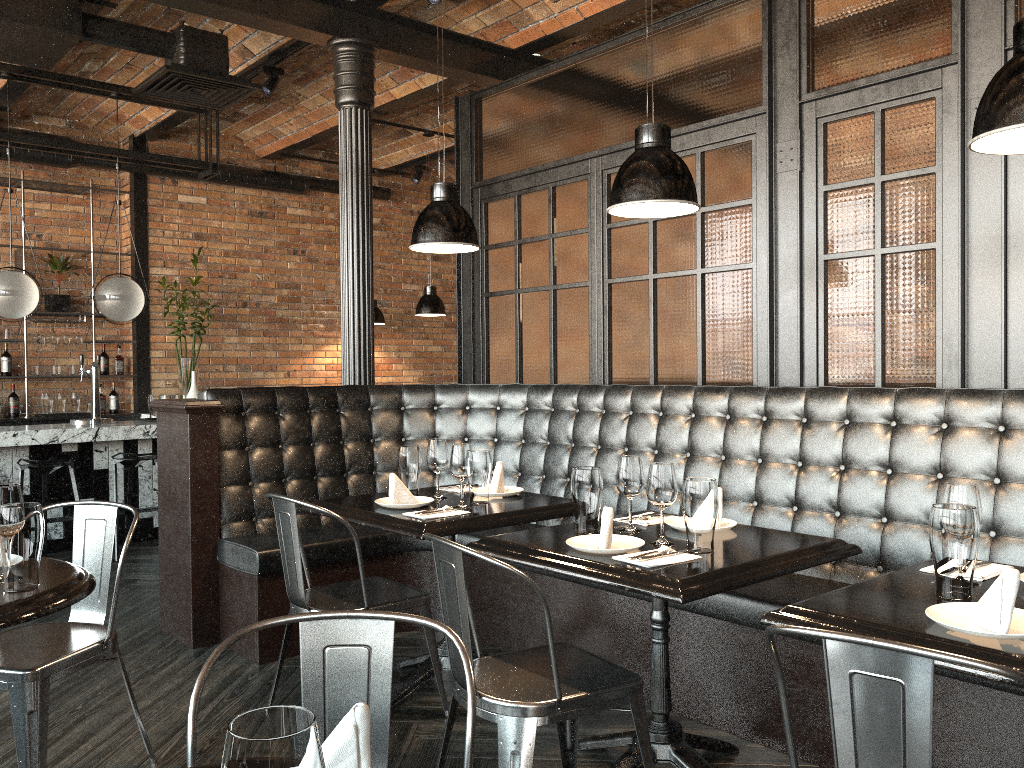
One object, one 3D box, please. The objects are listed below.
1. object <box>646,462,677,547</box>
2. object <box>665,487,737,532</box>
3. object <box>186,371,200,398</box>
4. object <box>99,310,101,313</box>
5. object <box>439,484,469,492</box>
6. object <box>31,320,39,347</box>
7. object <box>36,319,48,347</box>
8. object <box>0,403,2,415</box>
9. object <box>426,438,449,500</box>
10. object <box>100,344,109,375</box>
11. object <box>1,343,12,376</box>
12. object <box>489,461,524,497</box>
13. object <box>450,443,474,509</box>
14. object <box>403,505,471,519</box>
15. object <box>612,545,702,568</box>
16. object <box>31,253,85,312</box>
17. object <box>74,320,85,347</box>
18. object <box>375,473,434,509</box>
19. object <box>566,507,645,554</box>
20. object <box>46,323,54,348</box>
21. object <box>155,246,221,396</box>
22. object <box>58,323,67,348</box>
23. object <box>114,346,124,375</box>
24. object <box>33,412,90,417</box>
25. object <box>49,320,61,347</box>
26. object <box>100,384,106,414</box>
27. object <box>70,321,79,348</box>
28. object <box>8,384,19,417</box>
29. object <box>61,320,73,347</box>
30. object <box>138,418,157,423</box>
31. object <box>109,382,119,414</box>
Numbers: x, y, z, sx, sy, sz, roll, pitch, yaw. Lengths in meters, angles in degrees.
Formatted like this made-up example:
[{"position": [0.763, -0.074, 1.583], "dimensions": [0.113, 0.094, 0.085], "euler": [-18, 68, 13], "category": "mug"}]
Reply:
[{"position": [0.451, 0.360, 2.666], "dimensions": [0.092, 0.244, 0.092], "euler": [0, 1, 10], "category": "object"}, {"position": [0.623, 0.412, 2.925], "dimensions": [0.232, 0.139, 0.232], "euler": [0, 1, 21], "category": "object"}, {"position": [-2.802, 0.081, 8.061], "dimensions": [0.316, 0.397, 0.319], "euler": [0, 1, 8], "category": "object"}, {"position": [-3.854, -0.794, 8.361], "dimensions": [0.083, 0.282, 0.083], "euler": [-1, 1, -25], "category": "object"}, {"position": [-0.223, 0.457, 3.932], "dimensions": [0.157, 0.019, 0.255], "euler": [0, 1, 45], "category": "object"}, {"position": [-4.318, -0.456, 8.064], "dimensions": [0.092, 0.244, 0.092], "euler": [-1, 1, -1], "category": "object"}, {"position": [-4.211, -0.455, 7.939], "dimensions": [0.092, 0.244, 0.092], "euler": [-1, 1, -1], "category": "object"}, {"position": [-4.548, 0.160, 7.759], "dimensions": [0.123, 0.279, 0.123], "euler": [0, 1, 38], "category": "object"}, {"position": [-0.307, 0.350, 3.662], "dimensions": [0.092, 0.244, 0.092], "euler": [-1, 1, -24], "category": "object"}, {"position": [-3.852, -0.232, 8.372], "dimensions": [0.086, 0.299, 0.086], "euler": [0, 1, 8], "category": "object"}, {"position": [-4.477, -0.215, 7.852], "dimensions": [0.086, 0.298, 0.086], "euler": [0, 1, 8], "category": "object"}, {"position": [-0.066, 0.404, 3.765], "dimensions": [0.232, 0.139, 0.232], "euler": [0, 1, 8], "category": "object"}, {"position": [-0.193, 0.353, 3.404], "dimensions": [0.092, 0.244, 0.092], "euler": [0, 1, 33], "category": "object"}, {"position": [-0.263, 0.470, 3.278], "dimensions": [0.255, 0.019, 0.157], "euler": [-1, 1, -40], "category": "object"}, {"position": [0.420, 0.477, 2.482], "dimensions": [0.255, 0.019, 0.157], "euler": [-1, 1, -35], "category": "object"}, {"position": [-4.119, -0.924, 8.088], "dimensions": [0.398, 0.560, 0.374], "euler": [0, 1, 22], "category": "object"}, {"position": [-3.973, -0.460, 8.142], "dimensions": [0.092, 0.244, 0.092], "euler": [-1, 1, -1], "category": "object"}, {"position": [-0.422, 0.413, 3.480], "dimensions": [0.232, 0.139, 0.232], "euler": [0, 1, 8], "category": "object"}, {"position": [0.274, 0.421, 2.613], "dimensions": [0.232, 0.139, 0.232], "euler": [0, 1, 34], "category": "object"}, {"position": [-4.235, -0.458, 8.136], "dimensions": [0.092, 0.244, 0.092], "euler": [-1, 1, -1], "category": "object"}, {"position": [-3.030, -0.500, 8.340], "dimensions": [0.584, 1.546, 0.673], "euler": [-1, 1, -2], "category": "object"}, {"position": [-4.159, -0.460, 8.200], "dimensions": [0.092, 0.244, 0.092], "euler": [-1, 1, -1], "category": "object"}, {"position": [-3.746, -0.226, 8.458], "dimensions": [0.083, 0.282, 0.083], "euler": [-1, 1, -30], "category": "object"}, {"position": [-4.100, 0.280, 8.088], "dimensions": [0.437, 0.019, 0.273], "euler": [-1, 1, -40], "category": "object"}, {"position": [-4.127, -0.457, 8.010], "dimensions": [0.092, 0.244, 0.092], "euler": [-1, 1, -1], "category": "object"}, {"position": [-3.877, 0.141, 8.350], "dimensions": [0.083, 0.282, 0.083], "euler": [0, 1, 35], "category": "object"}, {"position": [-4.080, -0.462, 8.267], "dimensions": [0.092, 0.244, 0.092], "euler": [-1, 1, -1], "category": "object"}, {"position": [-4.430, 0.146, 7.882], "dimensions": [0.086, 0.299, 0.086], "euler": [0, 1, 8], "category": "object"}, {"position": [-4.052, -0.458, 8.075], "dimensions": [0.092, 0.244, 0.092], "euler": [-1, 1, -1], "category": "object"}, {"position": [-2.763, 0.285, 7.056], "dimensions": [0.273, 0.019, 0.437], "euler": [-1, 1, -40], "category": "object"}, {"position": [-3.790, 0.131, 8.442], "dimensions": [0.086, 0.298, 0.086], "euler": [0, 1, 8], "category": "object"}]
